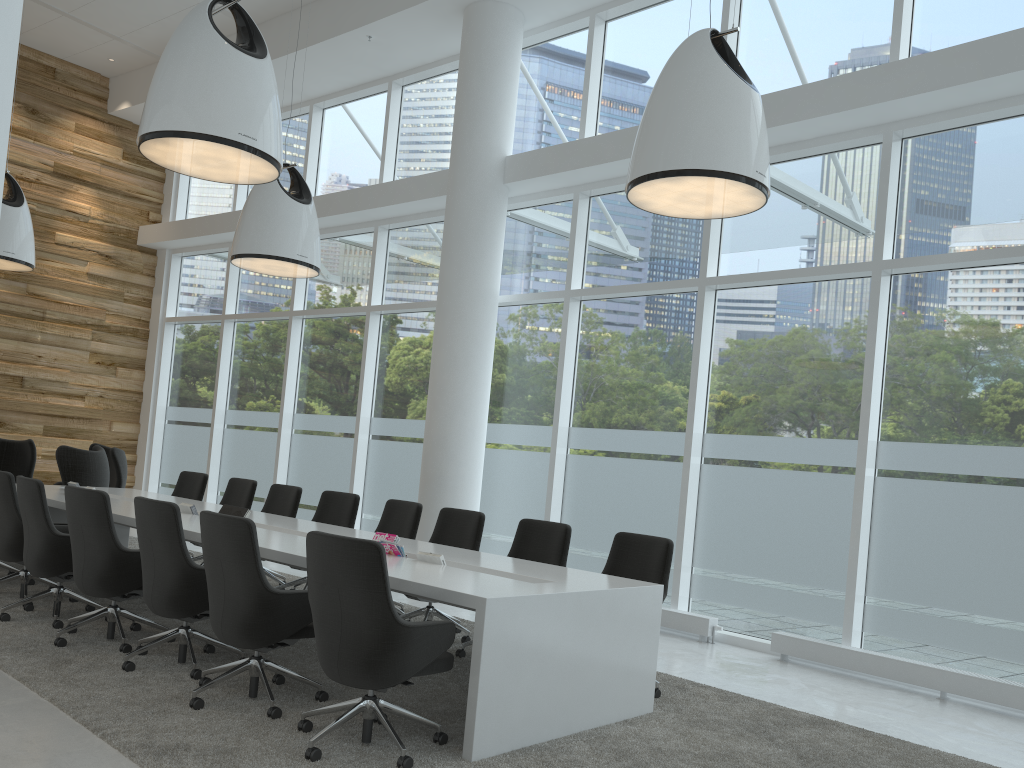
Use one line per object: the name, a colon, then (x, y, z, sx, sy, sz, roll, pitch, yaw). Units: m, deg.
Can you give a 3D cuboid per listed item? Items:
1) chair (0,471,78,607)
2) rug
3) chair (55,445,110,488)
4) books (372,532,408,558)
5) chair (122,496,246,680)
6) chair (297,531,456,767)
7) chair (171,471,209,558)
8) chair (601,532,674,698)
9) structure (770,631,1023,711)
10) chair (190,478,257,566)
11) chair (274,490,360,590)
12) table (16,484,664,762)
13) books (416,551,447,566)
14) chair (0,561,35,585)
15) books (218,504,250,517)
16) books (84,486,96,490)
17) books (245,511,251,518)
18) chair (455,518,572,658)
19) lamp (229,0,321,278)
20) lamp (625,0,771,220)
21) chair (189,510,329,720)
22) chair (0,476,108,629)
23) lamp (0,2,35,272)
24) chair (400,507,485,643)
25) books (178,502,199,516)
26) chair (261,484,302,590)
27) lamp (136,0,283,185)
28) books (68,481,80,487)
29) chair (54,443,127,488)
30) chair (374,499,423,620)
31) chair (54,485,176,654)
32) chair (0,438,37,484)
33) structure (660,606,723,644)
chair: (-3.625, 1.139, 6.639, 0.684, 0.964, 0.677, 3, -4, 41)
rug: (-2.497, 1.745, 6.770, 13.422, 0.010, 3.960, 0, -7, 42)
chair: (-4.918, 1.218, 9.719, 0.917, 1.150, 0.917, 5, -3, 2)
books: (-0.776, 1.088, 5.538, 0.231, 0.274, 0.597, 7, -5, -28)
chair: (-1.887, 1.160, 5.164, 0.684, 0.964, 0.677, 3, -4, 41)
chair: (-0.628, 1.169, 4.040, 0.684, 0.964, 0.677, 3, -3, 36)
chair: (-3.582, 1.392, 9.281, 0.684, 0.964, 0.677, 3, -3, 36)
chair: (0.643, 1.433, 5.610, 0.677, 0.964, 0.684, 8, -4, -44)
structure: (3.049, 2.092, 6.158, 0.151, 0.213, 2.685, 8, -6, -44)
chair: (-2.904, 1.402, 8.728, 0.684, 0.964, 0.677, 3, -4, 41)
chair: (-1.717, 1.417, 7.734, 0.684, 0.964, 0.677, 3, -3, 36)
table: (-2.109, 1.399, 6.671, 6.543, 0.737, 1.508, 1, -7, 41)
books: (-0.447, 1.093, 5.163, 0.203, 0.226, 0.144, 3, -4, 40)
chair: (-4.245, 1.133, 7.172, 0.684, 0.964, 0.677, 3, -4, 41)
books: (-2.192, 1.056, 6.836, 0.356, 0.229, 0.140, 2, -4, 41)
books: (-3.842, 1.060, 8.162, 0.162, 0.222, 0.140, 3, -4, 42)
books: (-2.198, 1.075, 6.860, 0.351, 0.241, 0.159, 2, -4, 41)
chair: (0.035, 1.428, 6.149, 0.684, 0.964, 0.677, 3, -4, 41)
lamp: (-2.186, -2.960, 8.864, 0.884, 3.639, 0.885, 5, -2, -5)
lamp: (1.304, -2.954, 5.533, 0.884, 3.639, 0.885, 5, -2, -3)
chair: (-1.306, 1.159, 4.593, 0.684, 0.964, 0.677, 3, -4, 41)
chair: (-3.095, 1.136, 6.090, 0.677, 0.964, 0.684, 8, -4, -44)
lamp: (-5.697, -3.174, 10.014, 0.885, 3.639, 0.885, 6, -2, -10)
chair: (-0.585, 1.422, 6.682, 0.684, 0.964, 0.677, 3, -4, 41)
books: (-2.524, 1.062, 6.998, 0.190, 0.238, 0.154, 3, -4, 41)
chair: (-2.323, 1.401, 8.157, 0.684, 0.964, 0.677, 3, -4, 41)
lamp: (-1.751, -3.219, 5.689, 0.884, 3.639, 0.885, 5, -2, -3)
books: (-4.098, 1.049, 8.381, 0.182, 0.240, 0.153, 3, -4, 42)
chair: (-5.261, 1.299, 10.909, 0.912, 1.150, 0.922, 3, -3, 31)
chair: (-1.115, 1.425, 7.231, 0.677, 0.964, 0.684, 8, -4, -44)
chair: (-2.493, 1.144, 5.587, 0.684, 0.964, 0.677, 3, -3, 36)
chair: (-6.437, 1.206, 11.063, 0.917, 1.150, 0.917, 7, -3, -28)
structure: (0.791, 2.095, 8.388, 2.684, 0.213, 0.151, 0, -5, 43)
